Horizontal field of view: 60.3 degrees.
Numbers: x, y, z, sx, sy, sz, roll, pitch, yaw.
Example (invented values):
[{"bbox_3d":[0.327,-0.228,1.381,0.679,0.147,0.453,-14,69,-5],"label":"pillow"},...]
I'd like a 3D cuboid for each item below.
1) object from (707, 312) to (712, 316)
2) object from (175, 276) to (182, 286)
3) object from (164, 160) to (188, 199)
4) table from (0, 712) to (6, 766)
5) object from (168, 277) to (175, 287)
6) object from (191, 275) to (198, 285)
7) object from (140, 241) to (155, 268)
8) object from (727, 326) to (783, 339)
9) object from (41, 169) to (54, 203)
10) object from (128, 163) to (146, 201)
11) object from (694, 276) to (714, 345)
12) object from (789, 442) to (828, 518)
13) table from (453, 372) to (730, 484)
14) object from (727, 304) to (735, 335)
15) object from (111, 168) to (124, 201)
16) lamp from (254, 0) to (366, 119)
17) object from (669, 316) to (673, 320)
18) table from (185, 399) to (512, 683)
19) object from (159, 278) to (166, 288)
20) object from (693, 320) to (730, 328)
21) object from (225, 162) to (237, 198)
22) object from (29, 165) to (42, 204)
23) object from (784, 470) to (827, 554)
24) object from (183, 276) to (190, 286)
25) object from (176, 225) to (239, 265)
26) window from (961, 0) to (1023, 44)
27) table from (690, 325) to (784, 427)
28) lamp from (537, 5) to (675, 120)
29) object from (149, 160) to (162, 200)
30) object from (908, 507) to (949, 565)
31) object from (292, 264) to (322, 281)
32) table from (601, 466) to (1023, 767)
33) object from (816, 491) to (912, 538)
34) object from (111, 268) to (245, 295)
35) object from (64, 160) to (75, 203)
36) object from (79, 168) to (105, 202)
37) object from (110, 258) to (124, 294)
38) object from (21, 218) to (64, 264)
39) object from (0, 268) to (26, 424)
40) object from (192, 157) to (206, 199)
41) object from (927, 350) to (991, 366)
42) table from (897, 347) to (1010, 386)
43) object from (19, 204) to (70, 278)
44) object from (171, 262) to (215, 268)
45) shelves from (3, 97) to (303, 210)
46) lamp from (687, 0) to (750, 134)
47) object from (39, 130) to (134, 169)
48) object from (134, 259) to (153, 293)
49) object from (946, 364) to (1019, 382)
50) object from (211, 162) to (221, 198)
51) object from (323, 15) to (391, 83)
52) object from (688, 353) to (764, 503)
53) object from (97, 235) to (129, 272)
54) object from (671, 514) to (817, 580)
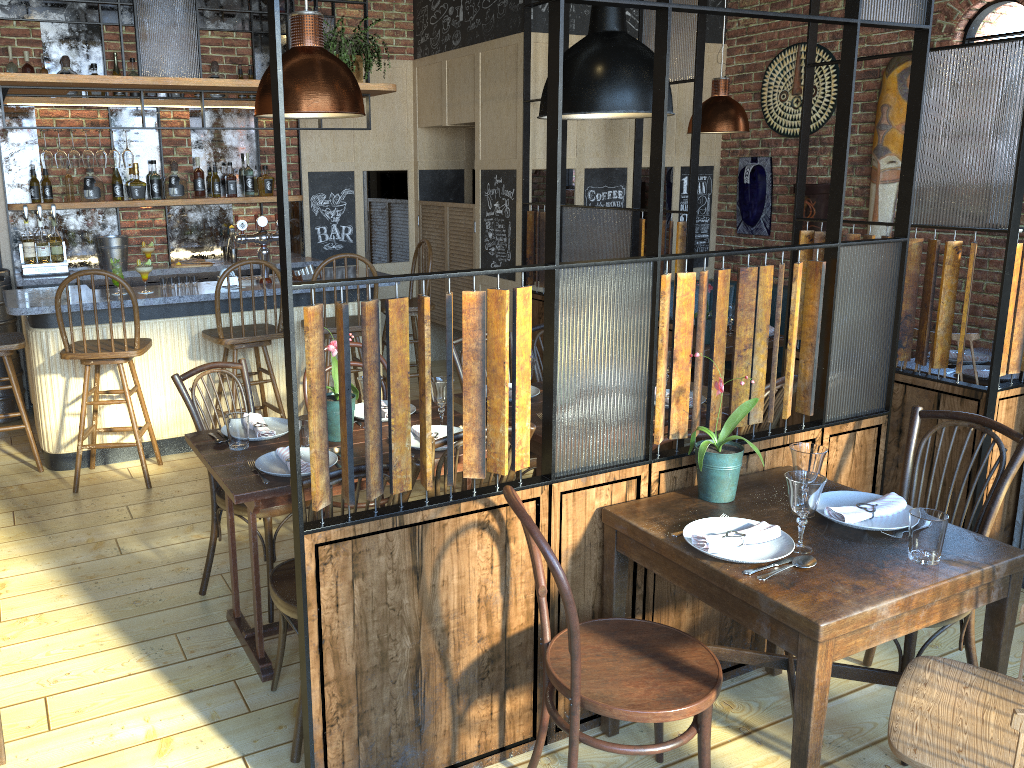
[{"bbox_3d":[1.257,-0.406,5.744,0.088,0.119,0.081,7,15,29],"label":"object"},{"bbox_3d":[-2.063,-0.636,5.461,0.040,0.059,0.044,-11,17,-39],"label":"object"},{"bbox_3d":[-2.473,-1.501,6.474,0.165,0.282,0.126,-3,13,-15],"label":"object"},{"bbox_3d":[-1.966,0.728,2.641,0.723,0.723,0.783,-8,15,-28],"label":"table"},{"bbox_3d":[-2.095,-0.627,5.425,0.040,0.059,0.044,-11,17,-39],"label":"object"},{"bbox_3d":[-1.979,-0.646,5.493,0.041,0.059,0.043,-5,14,-18],"label":"object"},{"bbox_3d":[-2.676,-0.953,6.482,0.106,0.196,0.106,0,13,-1],"label":"object"},{"bbox_3d":[1.538,-0.339,5.599,0.260,0.051,0.338,-8,16,-25],"label":"object"},{"bbox_3d":[-3.222,-1.386,6.102,0.063,0.262,0.069,-11,17,-41],"label":"object"},{"bbox_3d":[-2.705,-1.458,6.354,0.113,0.263,0.122,-7,15,-28],"label":"object"},{"bbox_3d":[1.172,-0.453,5.308,0.154,0.424,0.193,10,16,38],"label":"object"},{"bbox_3d":[0.809,0.267,2.428,0.103,0.190,0.094,9,16,35],"label":"object"},{"bbox_3d":[0.370,0.409,3.766,0.993,0.723,0.759,-8,15,-28],"label":"table"},{"bbox_3d":[1.392,-0.409,5.596,0.103,0.190,0.094,11,17,39],"label":"object"},{"bbox_3d":[-2.830,-1.471,6.304,0.085,0.316,0.077,11,17,40],"label":"object"},{"bbox_3d":[-0.663,-1.534,2.774,0.385,1.327,0.354,8,15,32],"label":"lamp"},{"bbox_3d":[1.029,-0.367,5.600,0.088,0.119,0.081,7,15,29],"label":"object"},{"bbox_3d":[-0.594,0.548,3.273,0.993,0.723,0.759,-8,15,-28],"label":"table"},{"bbox_3d":[-2.138,-0.620,5.403,0.040,0.059,0.044,-11,17,-39],"label":"object"},{"bbox_3d":[1.302,-0.413,5.909,0.333,0.051,0.264,3,14,14],"label":"object"},{"bbox_3d":[-2.126,-1.542,6.660,0.075,0.261,0.082,-7,14,-28],"label":"object"},{"bbox_3d":[-3.287,-1.376,6.068,0.065,0.262,0.067,-1,13,-7],"label":"object"},{"bbox_3d":[0.728,0.323,2.209,0.101,0.190,0.096,4,14,17],"label":"object"},{"bbox_3d":[-2.019,-0.640,5.473,0.040,0.059,0.044,-11,17,-39],"label":"object"},{"bbox_3d":[-2.295,-1.045,6.643,0.473,0.286,0.092,-7,15,-26],"label":"object"},{"bbox_3d":[2.441,-0.555,0.760,3.571,2.415,8.258,6,15,25],"label":"window"},{"bbox_3d":[1.247,-0.029,5.717,0.717,0.599,0.776,-8,15,-28],"label":"table"},{"bbox_3d":[0.368,-1.687,3.297,0.517,1.319,0.544,-4,13,-16],"label":"lamp"},{"bbox_3d":[-2.605,-1.488,6.431,0.073,0.282,0.079,-7,14,-27],"label":"object"},{"bbox_3d":[1.007,0.372,2.143,0.081,0.119,0.088,-11,17,-38],"label":"object"},{"bbox_3d":[-1.324,-0.720,5.688,0.095,0.090,0.170,9,17,34],"label":"object"},{"bbox_3d":[0.771,0.737,2.434,0.723,0.723,0.783,-8,15,-28],"label":"table"},{"bbox_3d":[0.956,0.336,2.432,0.260,0.051,0.338,-8,16,-25],"label":"object"},{"bbox_3d":[-1.983,-0.608,5.252,0.739,0.105,0.209,-8,16,-27],"label":"object"},{"bbox_3d":[-3.096,-1.413,6.155,0.057,0.286,0.055,2,13,9],"label":"object"},{"bbox_3d":[-2.970,-1.429,6.217,0.165,0.282,0.126,-3,13,-15],"label":"object"},{"bbox_3d":[-2.300,-0.632,5.139,0.072,0.210,0.066,12,17,42],"label":"object"},{"bbox_3d":[-3.260,-0.996,6.115,0.249,0.301,0.089,-7,15,-27],"label":"object"},{"bbox_3d":[-3.581,-0.257,6.028,0.403,1.029,0.397,1,13,6],"label":"object"},{"bbox_3d":[-2.334,-1.535,6.565,0.084,0.301,0.088,-2,13,-10],"label":"object"},{"bbox_3d":[2.147,-0.137,4.246,0.314,0.051,0.280,-7,15,-25],"label":"object"},{"bbox_3d":[2.295,0.284,4.148,0.723,0.723,0.783,-8,15,-28],"label":"table"},{"bbox_3d":[-3.252,-0.999,6.101,0.299,0.489,0.213,-7,15,-28],"label":"object"},{"bbox_3d":[-2.391,-0.895,6.600,0.308,0.019,0.245,-6,15,-19],"label":"object"},{"bbox_3d":[-2.655,-1.726,6.596,2.042,0.741,0.630,-8,15,-27],"label":"shelves"},{"bbox_3d":[1.268,-2.188,5.261,0.353,1.327,0.386,-9,16,-36],"label":"lamp"},{"bbox_3d":[-2.392,-1.321,4.964,0.480,0.206,0.069,-8,15,-27],"label":"object"},{"bbox_3d":[-2.164,-0.640,5.190,0.106,0.196,0.106,0,13,-1],"label":"object"},{"bbox_3d":[2.135,-0.052,3.909,0.260,0.051,0.338,-8,16,-25],"label":"object"},{"bbox_3d":[-2.224,-1.529,6.612,0.069,0.262,0.063,11,17,40],"label":"object"},{"bbox_3d":[-0.973,-2.008,5.337,0.635,0.367,0.478,10,17,37],"label":"object"},{"bbox_3d":[0.614,0.125,2.533,0.210,0.424,0.138,1,13,5],"label":"object"},{"bbox_3d":[-2.861,-0.939,6.338,0.225,0.244,0.211,5,14,21],"label":"object"},{"bbox_3d":[0.583,0.393,2.227,0.260,0.051,0.338,-8,16,-25],"label":"object"}]
